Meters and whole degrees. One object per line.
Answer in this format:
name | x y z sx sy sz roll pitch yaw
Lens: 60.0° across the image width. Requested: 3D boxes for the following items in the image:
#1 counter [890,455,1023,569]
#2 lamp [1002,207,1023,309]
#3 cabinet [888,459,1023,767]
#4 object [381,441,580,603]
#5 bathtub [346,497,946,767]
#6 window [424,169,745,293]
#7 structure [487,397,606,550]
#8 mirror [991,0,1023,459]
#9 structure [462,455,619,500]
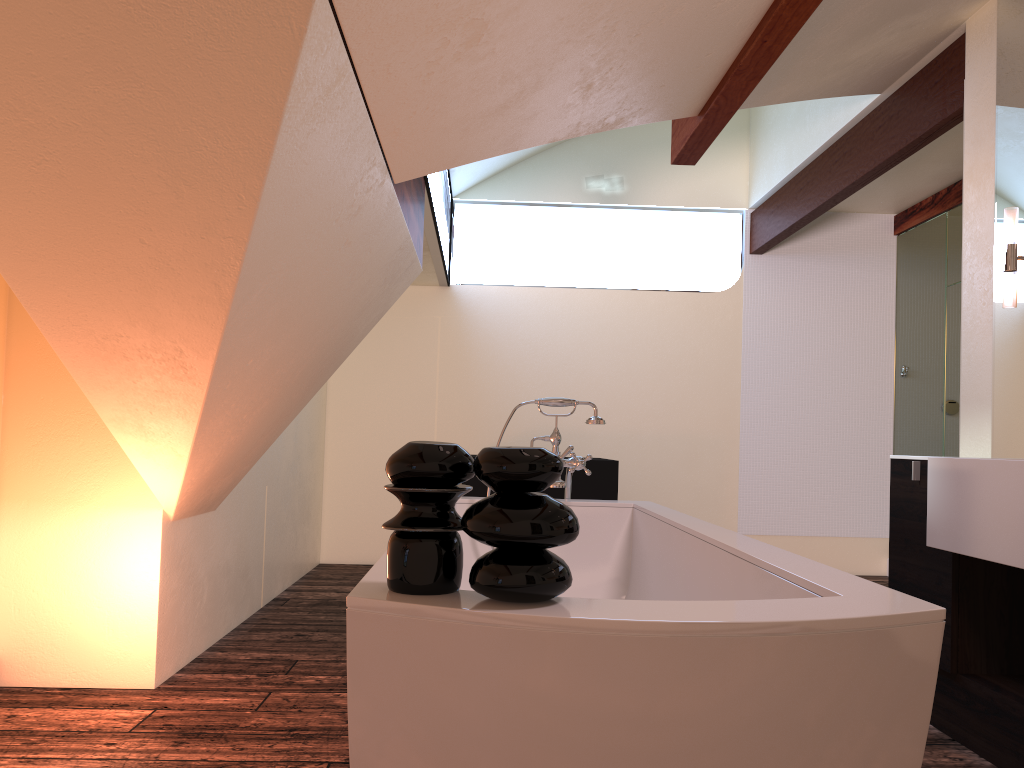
counter | 1.479 0.360 2.142 0.442 0.295 1.859 2 -4 -2
lamp | 1.658 -0.460 2.913 0.083 0.365 0.131 2 -2 -2
cabinet | 1.498 0.687 2.132 0.386 0.921 1.859 2 -4 -2
object | -0.043 0.202 1.203 0.276 0.228 0.156 0 -3 28
bathtub | 0.139 0.736 2.142 0.799 0.692 2.220 2 -4 -2
window | 0.626 -1.163 4.411 2.107 0.675 3.524 2 -4 -2
structure | 0.137 0.618 3.101 0.384 1.118 0.555 1 -2 13
mirror | 1.760 -0.741 1.511 0.011 1.840 3.240 2 -4 -2
structure | 0.135 0.918 5.305 0.869 0.859 0.802 2 -3 -2
